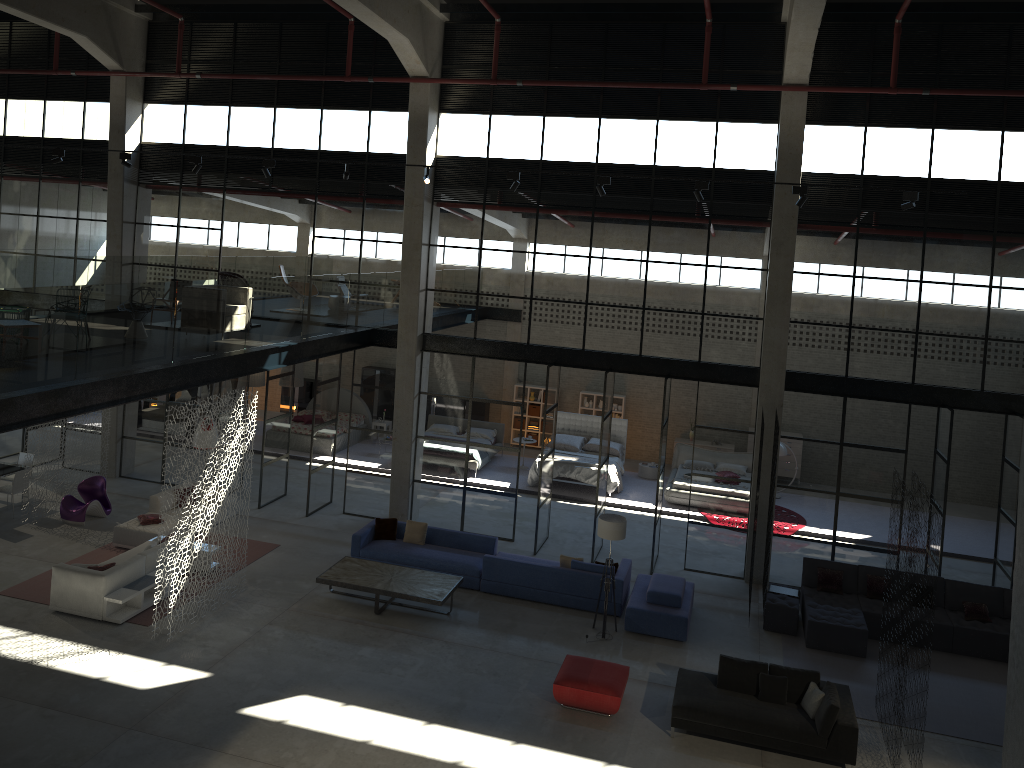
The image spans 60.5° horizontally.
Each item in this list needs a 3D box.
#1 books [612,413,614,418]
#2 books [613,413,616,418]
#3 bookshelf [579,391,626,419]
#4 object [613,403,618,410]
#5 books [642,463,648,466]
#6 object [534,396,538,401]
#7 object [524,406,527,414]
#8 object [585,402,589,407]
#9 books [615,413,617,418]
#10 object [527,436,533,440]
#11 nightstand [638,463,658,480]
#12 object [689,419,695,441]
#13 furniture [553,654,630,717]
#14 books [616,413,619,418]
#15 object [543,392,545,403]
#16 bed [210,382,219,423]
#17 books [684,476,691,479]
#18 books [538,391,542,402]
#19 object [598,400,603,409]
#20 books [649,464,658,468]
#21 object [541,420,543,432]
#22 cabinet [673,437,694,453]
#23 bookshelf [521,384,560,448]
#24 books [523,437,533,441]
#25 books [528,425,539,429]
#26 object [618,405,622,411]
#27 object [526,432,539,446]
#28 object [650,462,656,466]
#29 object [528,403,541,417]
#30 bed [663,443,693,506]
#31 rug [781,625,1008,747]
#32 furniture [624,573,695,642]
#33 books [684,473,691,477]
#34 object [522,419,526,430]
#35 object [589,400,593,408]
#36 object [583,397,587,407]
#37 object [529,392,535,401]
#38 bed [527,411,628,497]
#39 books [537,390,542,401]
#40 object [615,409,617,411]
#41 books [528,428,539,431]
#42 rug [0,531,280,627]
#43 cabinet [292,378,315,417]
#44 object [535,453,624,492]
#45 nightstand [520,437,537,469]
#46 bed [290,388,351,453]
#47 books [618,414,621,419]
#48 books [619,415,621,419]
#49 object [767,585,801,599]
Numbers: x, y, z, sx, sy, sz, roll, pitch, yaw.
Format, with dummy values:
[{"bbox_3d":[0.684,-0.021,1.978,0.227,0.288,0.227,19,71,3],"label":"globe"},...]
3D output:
[{"bbox_3d":[2.795,0.955,24.143,0.065,0.333,0.254,4,4,15],"label":"books"},{"bbox_3d":[2.821,0.957,24.118,0.056,0.340,0.254,4,4,15],"label":"books"},{"bbox_3d":[2.456,1.146,24.231,1.243,1.751,0.330,5,2,15],"label":"bookshelf"},{"bbox_3d":[2.822,0.627,24.168,0.174,0.168,0.176,2,6,-18],"label":"object"},{"bbox_3d":[3.360,2.030,22.205,0.135,0.021,0.194,6,10,15],"label":"books"},{"bbox_3d":[0.659,0.396,24.768,0.184,0.131,0.187,1,7,-21],"label":"object"},{"bbox_3d":[0.388,0.732,24.803,0.081,0.227,0.082,2,3,-44],"label":"object"},{"bbox_3d":[2.072,0.569,24.243,0.110,0.156,0.110,6,4,26],"label":"object"},{"bbox_3d":[2.865,0.972,24.106,0.020,0.318,0.254,4,4,15],"label":"books"},{"bbox_3d":[0.453,1.366,22.235,0.168,0.089,0.170,1,8,-23],"label":"object"},{"bbox_3d":[3.478,2.197,22.153,0.580,0.298,0.484,6,7,11],"label":"nightstand"},{"bbox_3d":[4.886,1.190,23.526,0.295,0.663,0.225,6,3,39],"label":"object"},{"bbox_3d":[1.026,3.860,11.270,0.857,0.374,0.862,6,8,15],"label":"furniture"},{"bbox_3d":[2.893,0.972,24.098,0.036,0.331,0.254,4,4,15],"label":"books"},{"bbox_3d":[1.074,0.375,24.587,0.324,0.296,0.326,6,6,15],"label":"object"},{"bbox_3d":[-8.808,0.132,24.011,2.254,2.070,2.329,6,6,15],"label":"bed"},{"bbox_3d":[4.191,2.169,20.594,0.203,0.030,0.287,10,11,34],"label":"books"},{"bbox_3d":[0.825,0.329,24.688,0.087,0.319,0.254,4,4,15],"label":"books"},{"bbox_3d":[2.492,0.565,24.170,0.165,0.250,0.167,2,4,-30],"label":"object"},{"bbox_3d":[3.585,2.054,22.091,0.229,0.046,0.302,7,10,21],"label":"books"},{"bbox_3d":[1.007,1.183,24.604,0.324,0.296,0.326,6,6,15],"label":"object"},{"bbox_3d":[5.100,1.916,23.355,1.556,0.697,0.534,6,5,15],"label":"cabinet"},{"bbox_3d":[0.643,0.940,24.717,1.243,1.751,0.330,5,2,15],"label":"bookshelf"},{"bbox_3d":[0.413,1.397,22.235,0.228,0.042,0.304,2,9,-11],"label":"books"},{"bbox_3d":[0.626,1.200,24.739,0.283,0.055,0.232,6,9,15],"label":"books"},{"bbox_3d":[2.981,0.662,24.125,0.142,0.137,0.142,7,6,32],"label":"object"},{"bbox_3d":[0.597,1.552,24.715,0.324,0.296,0.326,6,6,15],"label":"object"},{"bbox_3d":[3.553,2.019,22.106,0.169,0.089,0.169,8,8,28],"label":"object"},{"bbox_3d":[0.662,0.731,24.698,0.324,0.296,0.326,6,6,15],"label":"object"},{"bbox_3d":[4.806,2.203,20.765,2.248,0.919,2.577,6,9,15],"label":"bed"},{"bbox_3d":[5.698,4.213,12.304,3.638,0.020,2.670,7,10,15],"label":"rug"},{"bbox_3d":[2.360,3.405,13.874,0.952,0.551,1.550,6,9,15],"label":"furniture"},{"bbox_3d":[4.194,2.139,20.594,0.286,0.030,0.200,-4,12,-40],"label":"books"},{"bbox_3d":[0.247,1.099,24.811,0.324,0.296,0.326,6,6,15],"label":"object"},{"bbox_3d":[2.183,0.549,24.280,0.100,0.203,0.099,7,4,43],"label":"object"},{"bbox_3d":[2.041,0.490,24.371,0.094,0.261,0.095,3,2,-24],"label":"object"},{"bbox_3d":[0.568,0.353,24.635,0.154,0.247,0.155,4,3,6],"label":"object"},{"bbox_3d":[1.659,1.658,21.305,2.224,1.410,2.335,6,7,14],"label":"bed"},{"bbox_3d":[0.793,0.325,24.697,0.087,0.319,0.254,4,4,15],"label":"books"},{"bbox_3d":[2.845,0.706,24.021,0.065,0.063,0.066,1,6,-27],"label":"object"},{"bbox_3d":[0.622,1.256,24.740,0.310,0.055,0.232,6,9,15],"label":"books"},{"bbox_3d":[-5.940,3.030,14.495,2.654,0.020,3.660,6,10,15],"label":"rug"},{"bbox_3d":[-6.424,0.429,26.591,1.043,1.156,0.451,5,2,15],"label":"cabinet"},{"bbox_3d":[1.519,2.062,20.845,2.288,0.656,0.656,7,6,18],"label":"object"},{"bbox_3d":[0.300,1.768,22.188,0.600,0.697,0.608,3,5,-13],"label":"nightstand"},{"bbox_3d":[-5.099,0.907,23.324,2.036,1.273,2.359,6,8,15],"label":"bed"},{"bbox_3d":[2.940,0.997,24.085,0.027,0.287,0.254,4,5,15],"label":"books"},{"bbox_3d":[2.961,1.008,24.071,0.022,0.273,0.254,4,5,15],"label":"books"},{"bbox_3d":[4.400,3.395,14.215,0.520,0.099,0.302,7,9,20],"label":"object"}]
